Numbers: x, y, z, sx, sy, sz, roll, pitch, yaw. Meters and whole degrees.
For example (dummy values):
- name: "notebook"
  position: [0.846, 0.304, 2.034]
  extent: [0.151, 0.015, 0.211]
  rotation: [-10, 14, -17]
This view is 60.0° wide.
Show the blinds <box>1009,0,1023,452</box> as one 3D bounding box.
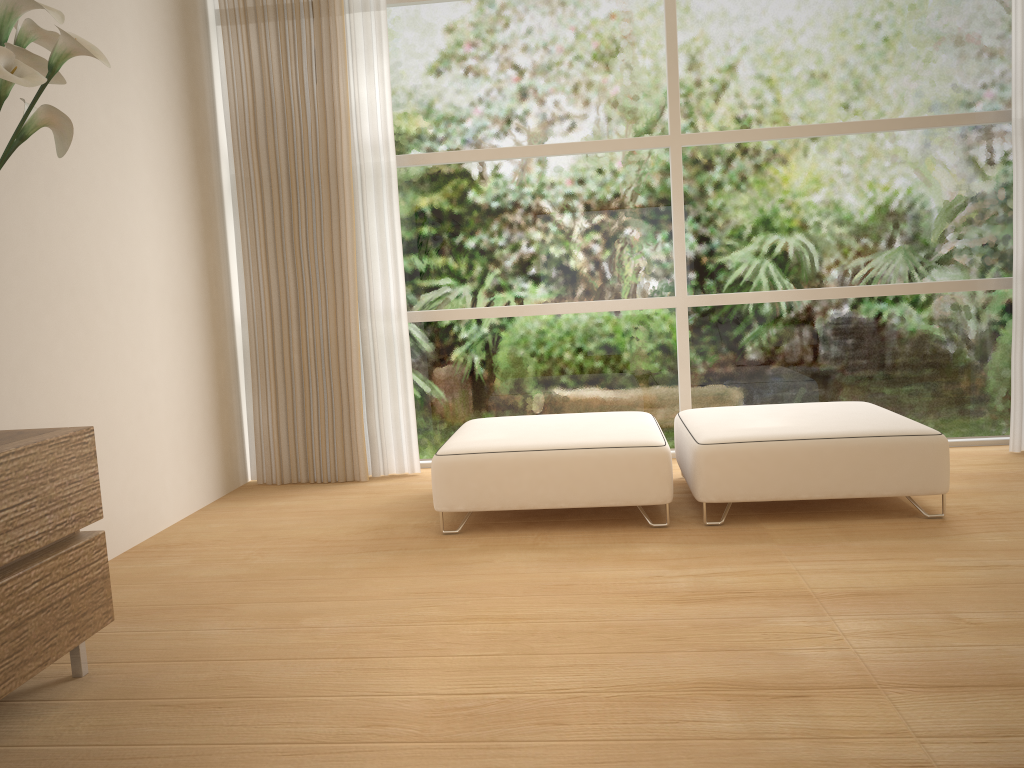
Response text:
- name: "blinds"
  position: [2.797, -1.333, 4.177]
  extent: [0.814, 3.351, 0.202]
  rotation: [-3, 6, 4]

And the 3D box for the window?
- name: "window"
  position: [0.856, -1.279, 4.671]
  extent: [4.781, 3.371, 0.071]
  rotation: [-3, 6, 5]

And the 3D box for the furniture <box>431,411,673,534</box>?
- name: "furniture"
  position: [0.193, 0.359, 3.933]
  extent: [0.965, 0.346, 0.964]
  rotation: [-3, 6, 5]

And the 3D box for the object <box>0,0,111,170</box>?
- name: "object"
  position: [-1.225, -0.405, 2.076]
  extent: [0.515, 1.085, 0.608]
  rotation: [-8, 7, -36]

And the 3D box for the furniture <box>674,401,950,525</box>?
- name: "furniture"
  position: [1.223, 0.309, 3.834]
  extent: [0.965, 0.346, 0.964]
  rotation: [-3, 6, 5]

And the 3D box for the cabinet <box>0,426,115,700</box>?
- name: "cabinet"
  position: [-1.540, 0.654, 0.558]
  extent: [0.588, 0.662, 3.713]
  rotation: [-3, 6, 5]

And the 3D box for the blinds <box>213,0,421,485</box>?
- name: "blinds"
  position: [-1.059, -1.149, 4.600]
  extent: [0.950, 3.352, 0.211]
  rotation: [-3, 6, 4]
